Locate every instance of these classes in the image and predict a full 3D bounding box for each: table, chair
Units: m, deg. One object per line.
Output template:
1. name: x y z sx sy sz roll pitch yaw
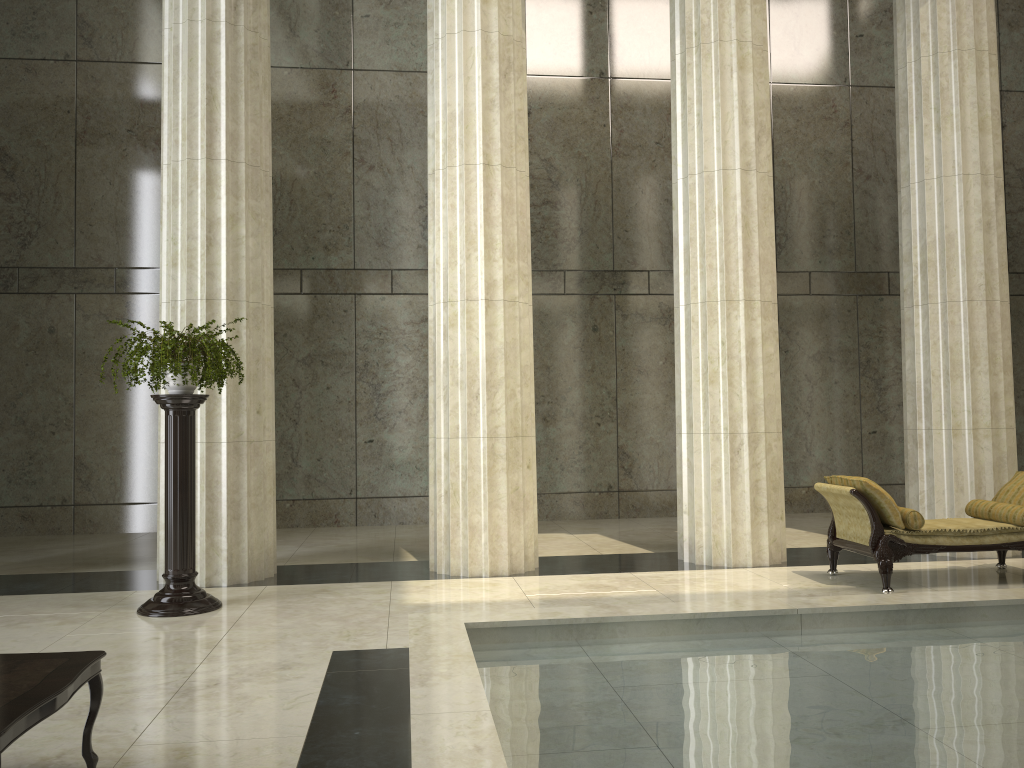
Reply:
1. table: -2.236 1.394 3.279 1.123 0.494 1.134 -1 -2 -8
2. chair: 3.869 1.269 7.895 2.172 0.950 0.993 -1 -2 -7

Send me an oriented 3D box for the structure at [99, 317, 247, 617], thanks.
1. structure: -2.704 0.623 7.229 1.159 2.386 1.053 -2 -3 23

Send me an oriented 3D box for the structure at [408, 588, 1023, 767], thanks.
1. structure: 5.350 1.494 4.173 11.573 0.508 3.754 -1 -2 -7
